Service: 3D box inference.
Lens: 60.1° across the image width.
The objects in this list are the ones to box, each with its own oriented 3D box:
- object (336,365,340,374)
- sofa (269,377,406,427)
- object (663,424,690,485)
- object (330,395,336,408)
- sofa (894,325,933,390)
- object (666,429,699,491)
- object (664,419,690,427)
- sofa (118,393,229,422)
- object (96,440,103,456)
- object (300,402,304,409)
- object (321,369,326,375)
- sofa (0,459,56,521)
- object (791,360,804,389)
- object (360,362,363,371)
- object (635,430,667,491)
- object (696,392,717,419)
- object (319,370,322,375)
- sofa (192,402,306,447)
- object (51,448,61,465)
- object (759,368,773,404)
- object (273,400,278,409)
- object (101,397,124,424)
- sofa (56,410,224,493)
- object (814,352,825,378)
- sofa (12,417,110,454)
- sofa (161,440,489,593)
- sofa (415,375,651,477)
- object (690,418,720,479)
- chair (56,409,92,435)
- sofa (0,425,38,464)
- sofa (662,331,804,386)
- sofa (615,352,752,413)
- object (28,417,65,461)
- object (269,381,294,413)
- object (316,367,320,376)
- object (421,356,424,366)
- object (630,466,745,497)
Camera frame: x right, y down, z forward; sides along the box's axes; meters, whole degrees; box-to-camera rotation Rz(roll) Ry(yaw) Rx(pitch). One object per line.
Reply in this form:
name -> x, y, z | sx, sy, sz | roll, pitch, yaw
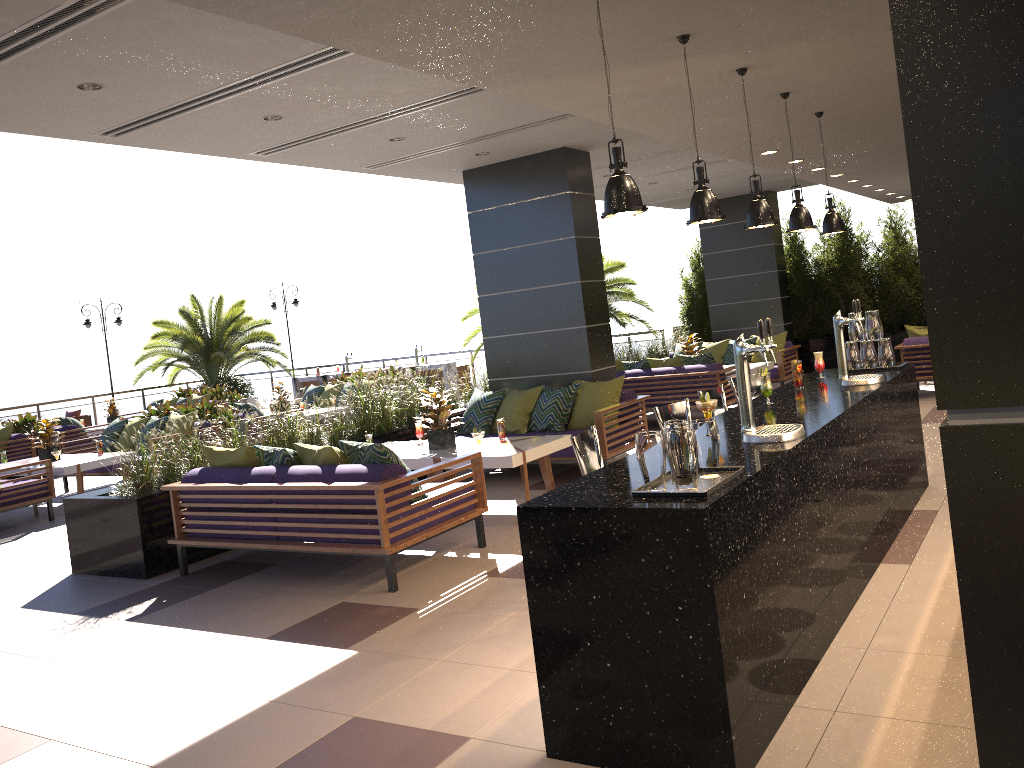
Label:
object -> -3.841, -0.317, 19.543 | 0.068, 0.181, 0.069 | -7, 1, 5
sofa -> -2.972, 0.421, 15.076 | 2.120, 0.919, 1.124 | -5, 3, 33
object -> 0.603, 0.254, 3.180 | 0.105, 0.209, 0.106 | -6, 1, 38
object -> -2.835, 0.280, 14.052 | 0.106, 0.197, 0.105 | -8, 1, -24
sofa -> 5.964, -0.385, 10.897 | 2.120, 0.919, 1.124 | -5, 3, 33
object -> 0.591, 0.265, 3.044 | 0.105, 0.209, 0.106 | -6, 1, 38
object -> 0.626, 0.242, 3.307 | 0.105, 0.209, 0.106 | -6, 1, 38
sofa -> -6.718, 0.714, 17.477 | 2.120, 0.919, 1.124 | -5, 3, 33
object -> -5.015, 0.778, 10.769 | 0.067, 0.189, 0.084 | -7, 1, -27
object -> -3.202, 0.371, 13.502 | 0.068, 0.181, 0.069 | -7, 1, 21
object -> -4.347, -0.227, 20.414 | 0.105, 0.209, 0.105 | -7, 1, 8
sofa -> -6.227, 1.177, 9.897 | 2.120, 0.919, 1.124 | -5, 3, 33
object -> 1.840, -0.063, 5.725 | 0.085, 0.189, 0.066 | -8, 1, -32
object -> -3.254, -0.378, 19.165 | 0.068, 0.211, 0.069 | -7, 1, 16
object -> 0.491, 0.273, 3.100 | 0.105, 0.209, 0.106 | -6, 1, 38
object -> 0.954, 0.139, 4.314 | 0.106, 0.197, 0.105 | -8, 1, -29
object -> -4.415, -0.213, 20.330 | 0.105, 0.209, 0.105 | -7, 1, 8
sofa -> -4.207, 0.707, 13.128 | 2.120, 0.919, 1.124 | -5, 3, 33
object -> -5.299, 0.841, 10.306 | 0.106, 0.197, 0.105 | -8, 1, -24
object -> 1.480, 0.010, 5.149 | 0.068, 0.211, 0.069 | -7, 1, 16
object -> -3.933, 0.365, 14.770 | 0.082, 0.198, 0.069 | -7, 1, -16
object -> -7.445, 0.513, 16.461 | 0.426, 0.526, 0.429 | -8, 2, -30
sofa -> -4.985, 0.891, 11.841 | 2.120, 0.919, 1.124 | -5, 3, 33
object -> 2.166, -0.134, 6.234 | 0.068, 0.181, 0.069 | -7, 1, 5
sofa -> -7.960, 1.000, 15.533 | 2.120, 0.919, 1.124 | -5, 3, 33
sofa -> -1.360, 0.824, 6.386 | 2.120, 0.919, 1.124 | -5, 3, 33
sofa -> 0.209, 0.460, 8.873 | 2.120, 0.919, 1.124 | -5, 3, 33
object -> 0.711, 0.237, 3.239 | 0.105, 0.209, 0.106 | -6, 1, 38
chair -> -9.811, 1.000, 19.546 | 0.712, 0.815, 0.717 | -6, 2, 33
sofa -> -8.738, 1.184, 14.246 | 2.120, 0.919, 1.124 | -5, 3, 33
sofa -> 3.298, -0.257, 13.767 | 2.120, 0.919, 1.124 | -5, 3, 33
sofa -> 1.931, 0.060, 11.601 | 2.120, 0.919, 1.124 | -5, 3, 33
object -> -5.678, 0.684, 10.848 | 0.426, 0.526, 0.429 | -9, 2, -40
object -> -3.655, 0.216, 14.044 | 0.423, 0.526, 0.432 | -5, 3, 45
object -> -4.348, -0.281, 19.863 | 0.067, 0.189, 0.084 | -7, 1, -32
object -> -1.837, -0.482, 18.253 | 0.069, 0.197, 0.082 | -7, 1, -21
object -> 0.635, 0.347, 3.162 | 0.272, 0.018, 0.439 | -4, 5, 33
